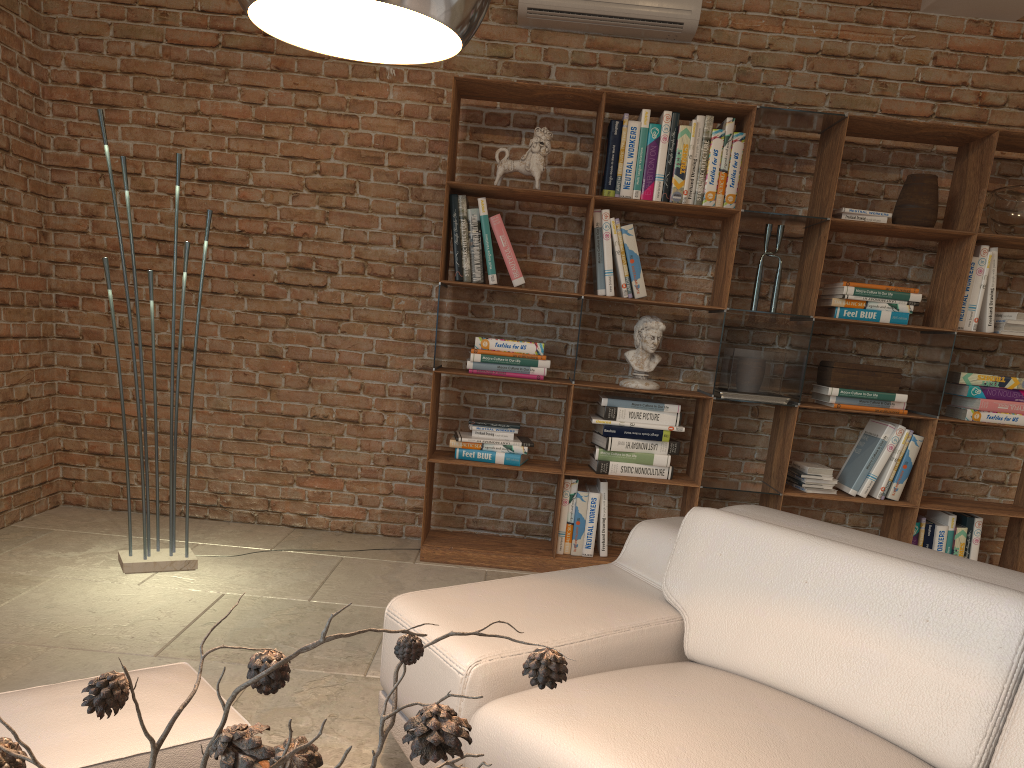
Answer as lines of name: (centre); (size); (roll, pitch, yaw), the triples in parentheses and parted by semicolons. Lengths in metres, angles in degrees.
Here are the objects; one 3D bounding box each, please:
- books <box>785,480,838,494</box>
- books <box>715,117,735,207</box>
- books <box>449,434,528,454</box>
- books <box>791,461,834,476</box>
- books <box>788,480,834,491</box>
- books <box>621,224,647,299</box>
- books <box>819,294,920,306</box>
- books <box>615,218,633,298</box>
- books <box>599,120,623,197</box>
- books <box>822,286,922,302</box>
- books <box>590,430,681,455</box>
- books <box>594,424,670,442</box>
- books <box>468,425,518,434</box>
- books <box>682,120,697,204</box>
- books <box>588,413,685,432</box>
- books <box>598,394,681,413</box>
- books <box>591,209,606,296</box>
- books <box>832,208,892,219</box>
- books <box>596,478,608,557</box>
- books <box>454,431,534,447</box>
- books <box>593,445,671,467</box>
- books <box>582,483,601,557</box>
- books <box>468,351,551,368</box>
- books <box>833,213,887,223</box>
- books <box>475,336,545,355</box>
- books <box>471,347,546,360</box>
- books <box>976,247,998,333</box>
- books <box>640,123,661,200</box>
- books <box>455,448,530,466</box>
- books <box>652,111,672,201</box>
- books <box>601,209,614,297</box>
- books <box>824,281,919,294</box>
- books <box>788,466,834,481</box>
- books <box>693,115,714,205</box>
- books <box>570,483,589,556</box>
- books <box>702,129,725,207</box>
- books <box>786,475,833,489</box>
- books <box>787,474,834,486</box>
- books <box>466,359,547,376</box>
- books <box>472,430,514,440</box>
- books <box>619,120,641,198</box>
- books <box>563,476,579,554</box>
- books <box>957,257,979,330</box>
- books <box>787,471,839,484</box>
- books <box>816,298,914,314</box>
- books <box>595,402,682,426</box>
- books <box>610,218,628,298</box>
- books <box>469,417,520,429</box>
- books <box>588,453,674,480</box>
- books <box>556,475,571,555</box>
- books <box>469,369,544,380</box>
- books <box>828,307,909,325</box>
books: (1.501, 0.519, 4.396); (0.171, 0.019, 0.229); (5, 4, -12)
books: (0.954, -0.994, 4.017); (0.036, 0.396, 0.235); (5, 11, 1)
books: (-0.112, 0.299, 4.349); (0.380, 0.037, 0.237); (5, 4, 0)
books: (1.503, 0.422, 4.366); (0.132, 0.035, 0.199); (5, 4, -5)
books: (1.496, 0.505, 4.386); (0.156, 0.008, 0.235); (5, 4, -5)
books: (0.562, -0.569, 4.122); (0.158, 0.340, 0.246); (5, 10, 0)
books: (1.692, -0.396, 4.142); (0.380, 0.019, 0.237); (5, 4, -7)
books: (0.515, -0.584, 4.133); (0.125, 0.360, 0.262); (5, 10, 0)
books: (0.453, -1.014, 4.030); (0.055, 0.340, 0.246); (5, 10, 0)
books: (1.696, -0.423, 4.127); (0.380, 0.037, 0.237); (5, 4, -6)
books: (0.609, 0.290, 4.321); (0.380, 0.066, 0.236); (4, 5, -13)
books: (0.587, 0.227, 4.295); (0.327, 0.057, 0.247); (5, 5, -5)
books: (-0.096, 0.218, 4.349); (0.237, 0.019, 0.165); (5, 4, -7)
books: (0.793, -0.995, 4.019); (0.021, 0.371, 0.262); (5, 10, 1)
books: (0.608, 0.190, 4.298); (0.444, 0.021, 0.264); (5, 4, 0)
books: (0.620, 0.095, 4.288); (0.380, 0.037, 0.237); (5, 4, 0)
books: (0.405, -0.612, 4.132); (0.101, 0.396, 0.235); (5, 11, 0)
books: (1.593, -0.778, 4.008); (0.237, 0.019, 0.165); (5, 4, -7)
books: (0.458, 0.666, 4.443); (0.079, 0.398, 0.235); (5, 11, 0)
books: (-0.094, 0.273, 4.333); (0.380, 0.019, 0.237); (5, 4, -7)
books: (0.593, 0.348, 4.351); (0.362, 0.057, 0.274); (6, 4, 2)
books: (0.393, 0.689, 4.429); (0.055, 0.340, 0.246); (5, 10, 0)
books: (-0.018, -0.118, 4.228); (0.380, 0.037, 0.237); (5, 4, -6)
books: (1.596, -0.751, 4.008); (0.206, 0.035, 0.128); (5, 5, 0)
books: (-0.005, -0.186, 4.229); (0.326, 0.057, 0.247); (6, 5, 2)
books: (-0.017, -0.148, 4.240); (0.356, 0.021, 0.264); (5, 4, -2)
books: (2.222, -0.440, 4.147); (0.101, 0.396, 0.235); (5, 11, 0)
books: (0.624, -0.998, 4.031); (0.055, 0.340, 0.246); (5, 10, 0)
books: (-0.096, 0.348, 4.353); (0.325, 0.057, 0.248); (6, 5, 10)
books: (0.673, -1.020, 4.005); (0.036, 0.396, 0.235); (5, 11, 1)
books: (0.442, -0.606, 4.110); (0.103, 0.396, 0.235); (5, 11, 0)
books: (1.697, -0.453, 4.140); (0.356, 0.021, 0.264); (5, 4, -2)
books: (1.488, 0.447, 4.368); (0.162, 0.018, 0.245); (5, 4, 0)
books: (0.860, -1.003, 4.017); (0.036, 0.396, 0.235); (5, 11, 1)
books: (0.337, 0.684, 4.434); (0.057, 0.341, 0.246); (5, 10, 0)
books: (0.904, -0.970, 4.018); (0.055, 0.340, 0.246); (5, 10, 0)
books: (1.484, 0.491, 4.379); (0.162, 0.018, 0.244); (5, 4, -5)
books: (1.498, 0.479, 4.379); (0.156, 0.008, 0.235); (5, 4, -5)
books: (-0.032, -0.083, 4.243); (0.380, 0.037, 0.237); (5, 4, -5)
books: (-0.093, 0.245, 4.349); (0.206, 0.035, 0.128); (5, 5, 0)
books: (0.530, -1.006, 4.013); (0.055, 0.340, 0.246); (5, 10, 0)
books: (0.293, 0.652, 4.435); (0.036, 0.396, 0.235); (5, 11, 1)
books: (2.088, -0.423, 4.131); (0.055, 0.340, 0.246); (5, 10, 0)
books: (1.506, 0.466, 4.383); (0.171, 0.019, 0.229); (5, 4, -7)
books: (1.674, -0.371, 4.159); (0.380, 0.037, 0.237); (5, 4, 0)
books: (0.620, 0.146, 4.305); (0.380, 0.066, 0.237); (5, 5, -6)
books: (0.493, -0.585, 4.124); (0.125, 0.360, 0.262); (5, 10, 0)
books: (-0.085, 0.194, 4.323); (0.252, 0.018, 0.157); (5, 4, 0)
books: (0.588, 0.410, 4.347); (0.380, 0.066, 0.237); (5, 5, -6)
books: (0.256, 0.650, 4.419); (0.036, 0.396, 0.235); (5, 11, 1)
books: (-0.025, -0.054, 4.257); (0.356, 0.021, 0.264); (5, 4, 0)
books: (1.691, -0.322, 4.162); (0.325, 0.057, 0.248); (6, 5, 10)
